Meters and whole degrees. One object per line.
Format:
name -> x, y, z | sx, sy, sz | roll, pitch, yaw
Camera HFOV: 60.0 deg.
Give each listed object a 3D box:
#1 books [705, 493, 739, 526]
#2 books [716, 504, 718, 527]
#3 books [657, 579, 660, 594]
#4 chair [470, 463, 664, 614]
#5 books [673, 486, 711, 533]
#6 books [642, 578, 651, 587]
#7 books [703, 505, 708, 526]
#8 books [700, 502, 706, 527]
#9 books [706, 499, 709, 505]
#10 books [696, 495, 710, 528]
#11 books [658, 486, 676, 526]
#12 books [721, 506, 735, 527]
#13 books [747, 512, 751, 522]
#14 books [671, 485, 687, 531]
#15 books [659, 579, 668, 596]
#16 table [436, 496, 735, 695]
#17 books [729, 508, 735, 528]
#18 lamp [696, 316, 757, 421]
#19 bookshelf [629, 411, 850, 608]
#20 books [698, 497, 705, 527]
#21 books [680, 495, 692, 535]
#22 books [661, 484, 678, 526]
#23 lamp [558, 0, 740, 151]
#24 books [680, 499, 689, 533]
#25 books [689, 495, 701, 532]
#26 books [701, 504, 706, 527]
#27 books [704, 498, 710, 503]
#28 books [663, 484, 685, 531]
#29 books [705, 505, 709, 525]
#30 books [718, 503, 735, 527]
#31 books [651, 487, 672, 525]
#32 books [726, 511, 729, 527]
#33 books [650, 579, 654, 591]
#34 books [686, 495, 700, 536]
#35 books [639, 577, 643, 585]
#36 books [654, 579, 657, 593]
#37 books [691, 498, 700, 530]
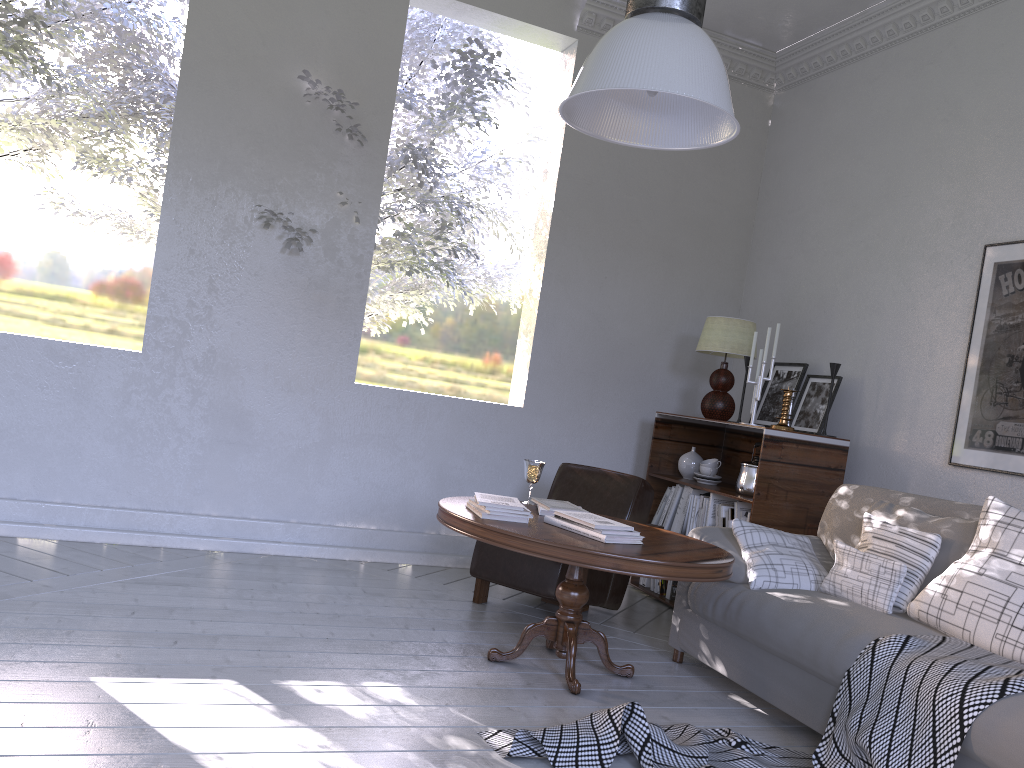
books -> 0.845, 0.564, 3.596 | 0.126, 0.237, 0.018 | 8, 2, -17
books -> 0.875, 0.589, 3.553 | 0.131, 0.202, 0.064 | 8, 2, -22
books -> 0.704, 0.838, 3.937 | 0.128, 0.195, 0.087 | 8, 1, -21
chair -> 0.203, 0.594, 3.391 | 0.494, 0.554, 0.706 | 9, 1, 34
books -> 0.803, 0.560, 3.796 | 0.175, 0.243, 0.104 | 8, 2, -22
books -> 0.671, 0.834, 4.027 | 0.134, 0.184, 0.030 | 8, 2, -22
books -> 0.829, 0.589, 3.616 | 0.115, 0.183, 0.009 | 8, 2, -17
books -> 0.829, 0.587, 3.646 | 0.120, 0.188, 0.012 | 8, 2, -17
books -> 0.834, 0.579, 3.626 | 0.114, 0.204, 0.009 | 8, 2, -17
books -> 0.829, 0.576, 3.686 | 0.129, 0.212, 0.020 | 8, 2, -17
books -> 0.750, 0.564, 3.937 | 0.161, 0.218, 0.100 | 8, 1, -21
books -> 0.884, 0.591, 3.506 | 0.131, 0.202, 0.064 | 8, 2, -22
books -> 0.931, 0.594, 3.367 | 0.114, 0.204, 0.009 | 8, 2, -22
books -> 0.794, 0.559, 3.838 | 0.173, 0.239, 0.092 | 8, 2, -22
books -> 0.715, 0.838, 3.903 | 0.137, 0.200, 0.109 | 8, 1, -21
table -> 0.171, 0.640, 2.666 | 0.946, 0.432, 0.740 | 8, 0, 39
books -> 0.903, 0.593, 3.457 | 0.131, 0.202, 0.064 | 8, 2, -22
lamp -> 0.935, -0.060, 3.917 | 0.265, 0.447, 0.269 | 10, 2, 43
bookshelf -> 0.921, 0.566, 3.733 | 0.402, 0.801, 0.796 | 8, 1, -21
books -> 0.833, 0.578, 3.670 | 0.131, 0.207, 0.011 | 8, 2, -17
books -> 0.775, 0.572, 3.741 | 0.121, 0.207, 0.026 | 8, 2, -26
books -> 0.758, 0.558, 3.908 | 0.153, 0.232, 0.104 | 8, 1, -21
lamp -> 0.310, -0.800, 1.726 | 0.355, 0.584, 0.355 | 9, 1, 6
books -> 0.771, 0.582, 3.751 | 0.121, 0.185, 0.025 | 8, 2, -26
books -> 0.809, 0.575, 3.712 | 0.131, 0.207, 0.011 | 8, 2, -17
books -> 0.826, 0.589, 3.634 | 0.115, 0.182, 0.009 | 8, 2, -17
books -> 0.837, 0.579, 3.660 | 0.131, 0.207, 0.011 | 8, 2, -17
books -> 0.767, 0.558, 3.877 | 0.173, 0.236, 0.111 | 8, 1, -21
books -> 0.838, 0.591, 3.609 | 0.115, 0.182, 0.009 | 8, 2, -17
books -> 0.879, 0.586, 3.522 | 0.129, 0.210, 0.073 | 8, 2, -22
books -> 0.730, 0.566, 3.975 | 0.161, 0.210, 0.126 | 8, 1, -21
books -> 0.897, 0.601, 3.496 | 0.120, 0.185, 0.060 | 8, 2, -22
books -> 0.682, 0.842, 3.977 | 0.129, 0.177, 0.066 | 8, 2, -22
books -> 0.799, 0.574, 3.720 | 0.131, 0.207, 0.011 | 8, 2, -17
books -> 0.667, 0.826, 4.062 | 0.149, 0.202, 0.027 | 8, 2, -22
books -> 0.690, 0.846, 3.951 | 0.129, 0.175, 0.081 | 8, 1, -21
books -> 0.812, 0.581, 3.699 | 0.125, 0.196, 0.015 | 8, 2, -17
